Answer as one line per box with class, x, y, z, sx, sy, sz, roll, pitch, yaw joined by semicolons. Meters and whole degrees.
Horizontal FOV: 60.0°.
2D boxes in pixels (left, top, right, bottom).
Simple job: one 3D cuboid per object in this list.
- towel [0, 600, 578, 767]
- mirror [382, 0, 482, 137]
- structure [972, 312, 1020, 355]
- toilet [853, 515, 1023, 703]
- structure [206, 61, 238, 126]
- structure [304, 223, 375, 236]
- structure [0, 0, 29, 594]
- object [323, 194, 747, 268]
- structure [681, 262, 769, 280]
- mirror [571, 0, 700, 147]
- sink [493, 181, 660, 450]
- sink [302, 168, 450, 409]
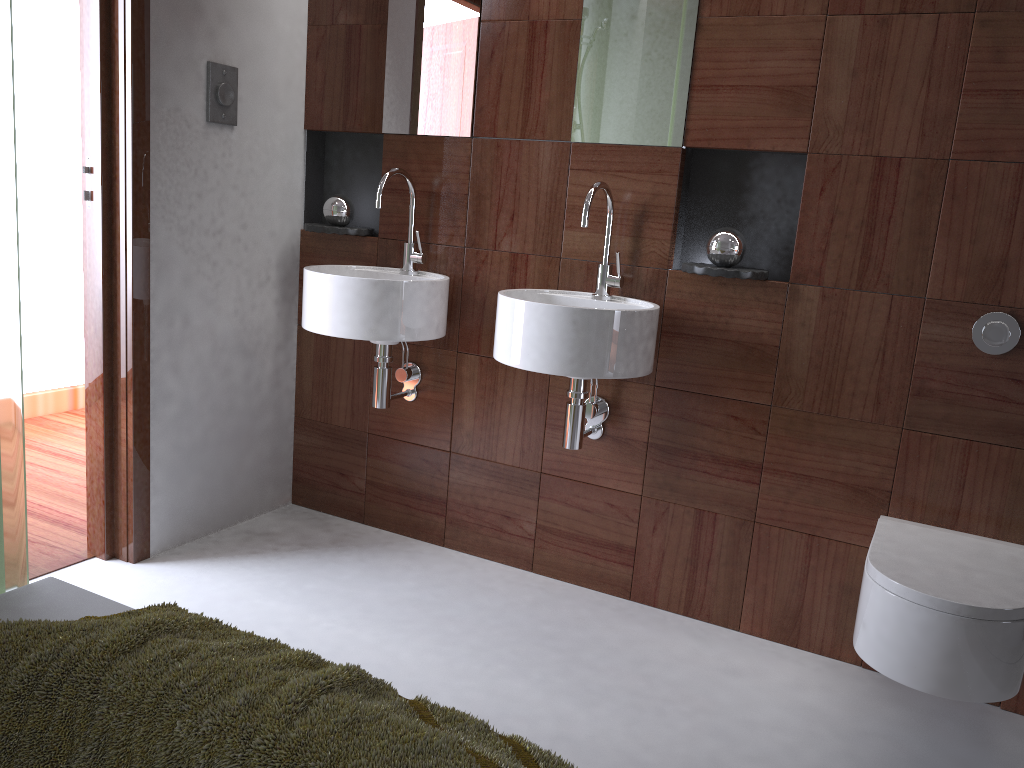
towel;-0.313;0.567;1.104;0.890;0.452;0.349;9;12;21
mirror;-0.231;-1.055;2.591;0.316;0.635;0.010;10;13;26
structure;1.100;-0.114;2.015;0.098;0.098;0.034;10;13;26
toilet;0.925;0.503;1.914;0.329;0.284;0.547;10;13;26
structure;-0.824;-0.827;2.532;0.028;0.164;0.109;10;13;26
structure;-0.554;-0.497;2.854;0.222;0.023;0.220;2;12;-13
structure;-1.275;-0.248;1.002;0.765;2.079;1.015;10;13;26
object;0.000;-0.452;2.554;1.350;0.104;0.104;10;13;26
structure;0.552;-0.294;2.302;0.220;0.023;0.222;8;12;16
mirror;0.329;-0.952;2.312;0.316;0.635;0.010;10;13;26
sink;0.167;-0.162;2.288;0.415;0.715;0.417;10;13;26
sink;-0.391;-0.265;2.566;0.415;0.715;0.417;10;13;26
